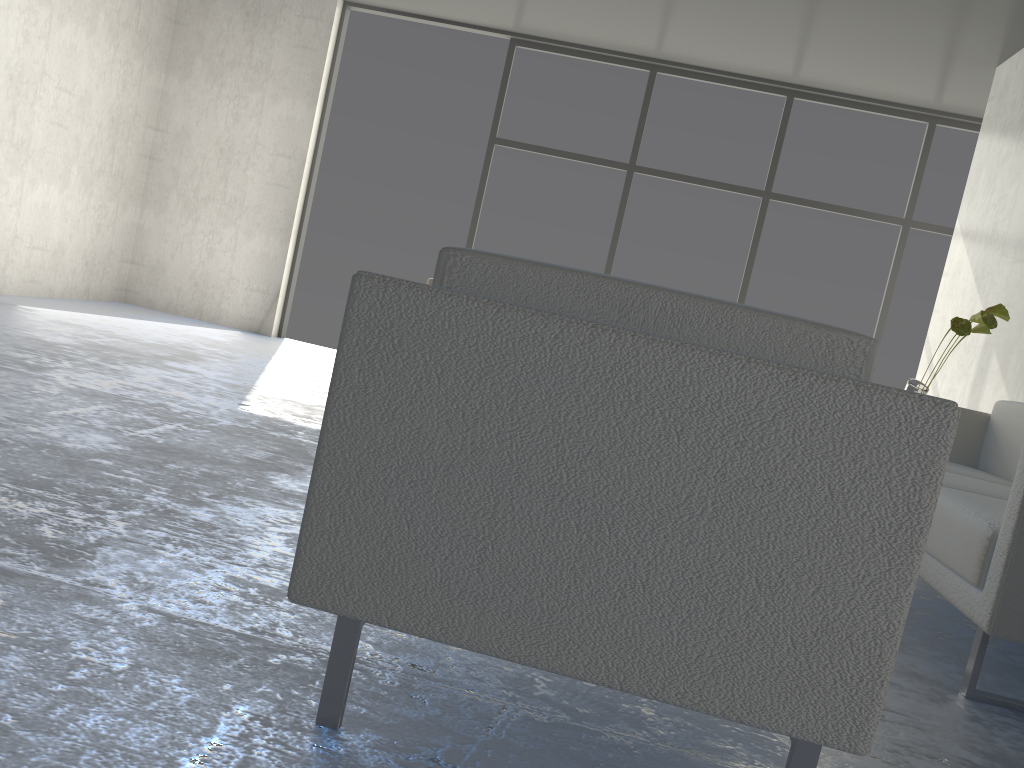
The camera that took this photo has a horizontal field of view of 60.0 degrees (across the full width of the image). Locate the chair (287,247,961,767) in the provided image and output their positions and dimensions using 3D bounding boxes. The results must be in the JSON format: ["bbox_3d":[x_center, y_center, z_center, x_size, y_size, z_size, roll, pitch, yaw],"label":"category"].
[{"bbox_3d":[0.158,0.172,1.492,0.748,0.662,0.821,13,5,7],"label":"chair"}]

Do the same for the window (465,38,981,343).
[{"bbox_3d":[1.699,-0.821,6.237,4.080,2.477,0.037,13,5,7],"label":"window"}]

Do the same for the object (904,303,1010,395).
[{"bbox_3d":[1.729,0.135,3.704,0.387,1.051,0.400,16,6,34],"label":"object"}]

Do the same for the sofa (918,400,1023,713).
[{"bbox_3d":[1.500,0.372,2.662,0.821,0.658,1.881,13,5,7],"label":"sofa"}]

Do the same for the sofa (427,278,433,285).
[{"bbox_3d":[0.296,-0.032,4.279,1.881,0.658,0.821,13,5,7],"label":"sofa"}]
